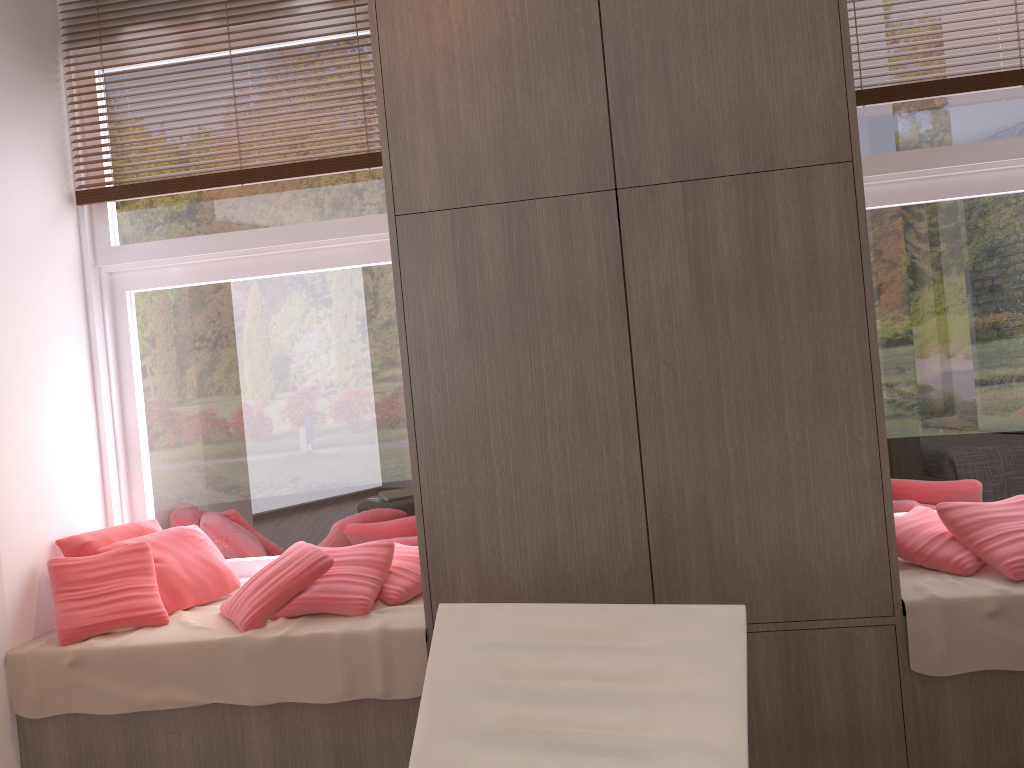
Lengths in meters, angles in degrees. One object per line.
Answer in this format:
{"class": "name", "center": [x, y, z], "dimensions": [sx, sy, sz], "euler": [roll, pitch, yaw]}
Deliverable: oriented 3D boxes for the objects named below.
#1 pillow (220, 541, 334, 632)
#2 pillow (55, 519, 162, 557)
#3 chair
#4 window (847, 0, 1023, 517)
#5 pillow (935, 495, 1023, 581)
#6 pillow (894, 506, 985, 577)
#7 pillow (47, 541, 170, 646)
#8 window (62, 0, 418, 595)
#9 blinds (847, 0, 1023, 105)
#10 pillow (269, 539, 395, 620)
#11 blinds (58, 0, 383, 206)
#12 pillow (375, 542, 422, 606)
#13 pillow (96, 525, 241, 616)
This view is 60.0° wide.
{"class": "pillow", "center": [-0.819, 0.691, 3.084], "dimensions": [0.356, 0.234, 0.389], "euler": [-5, 0, -32]}
{"class": "pillow", "center": [-1.443, 0.701, 3.345], "dimensions": [0.193, 0.334, 0.484], "euler": [-5, 0, 30]}
{"class": "chair", "center": [0.043, 0.874, 1.541], "dimensions": [0.739, 0.767, 0.860], "euler": [-5, 0, 20]}
{"class": "window", "center": [1.802, -0.566, 3.132], "dimensions": [1.407, 2.229, 0.160], "euler": [-5, 0, 8]}
{"class": "pillow", "center": [1.599, 0.473, 2.794], "dimensions": [0.403, 0.200, 0.354], "euler": [-5, 0, -15]}
{"class": "pillow", "center": [1.426, 0.515, 2.949], "dimensions": [0.397, 0.150, 0.373], "euler": [-5, 0, -36]}
{"class": "pillow", "center": [-1.402, 0.718, 3.075], "dimensions": [0.357, 0.278, 0.264], "euler": [-5, 0, -28]}
{"class": "window", "center": [-0.975, -0.309, 3.501], "dimensions": [1.407, 2.229, 0.160], "euler": [-5, 0, 8]}
{"class": "blinds", "center": [1.697, -1.589, 3.030], "dimensions": [1.373, 1.138, 0.042], "euler": [-5, 0, 7]}
{"class": "pillow", "center": [-0.620, 0.679, 3.093], "dimensions": [0.403, 0.200, 0.354], "euler": [-5, 0, 16]}
{"class": "blinds", "center": [-1.085, -1.330, 3.392], "dimensions": [1.373, 1.142, 0.042], "euler": [-5, 0, 7]}
{"class": "pillow", "center": [-0.440, 0.688, 3.245], "dimensions": [0.397, 0.150, 0.373], "euler": [-5, 0, 36]}
{"class": "pillow", "center": [-1.265, 0.694, 3.344], "dimensions": [0.270, 0.279, 0.485], "euler": [-5, 0, 34]}
